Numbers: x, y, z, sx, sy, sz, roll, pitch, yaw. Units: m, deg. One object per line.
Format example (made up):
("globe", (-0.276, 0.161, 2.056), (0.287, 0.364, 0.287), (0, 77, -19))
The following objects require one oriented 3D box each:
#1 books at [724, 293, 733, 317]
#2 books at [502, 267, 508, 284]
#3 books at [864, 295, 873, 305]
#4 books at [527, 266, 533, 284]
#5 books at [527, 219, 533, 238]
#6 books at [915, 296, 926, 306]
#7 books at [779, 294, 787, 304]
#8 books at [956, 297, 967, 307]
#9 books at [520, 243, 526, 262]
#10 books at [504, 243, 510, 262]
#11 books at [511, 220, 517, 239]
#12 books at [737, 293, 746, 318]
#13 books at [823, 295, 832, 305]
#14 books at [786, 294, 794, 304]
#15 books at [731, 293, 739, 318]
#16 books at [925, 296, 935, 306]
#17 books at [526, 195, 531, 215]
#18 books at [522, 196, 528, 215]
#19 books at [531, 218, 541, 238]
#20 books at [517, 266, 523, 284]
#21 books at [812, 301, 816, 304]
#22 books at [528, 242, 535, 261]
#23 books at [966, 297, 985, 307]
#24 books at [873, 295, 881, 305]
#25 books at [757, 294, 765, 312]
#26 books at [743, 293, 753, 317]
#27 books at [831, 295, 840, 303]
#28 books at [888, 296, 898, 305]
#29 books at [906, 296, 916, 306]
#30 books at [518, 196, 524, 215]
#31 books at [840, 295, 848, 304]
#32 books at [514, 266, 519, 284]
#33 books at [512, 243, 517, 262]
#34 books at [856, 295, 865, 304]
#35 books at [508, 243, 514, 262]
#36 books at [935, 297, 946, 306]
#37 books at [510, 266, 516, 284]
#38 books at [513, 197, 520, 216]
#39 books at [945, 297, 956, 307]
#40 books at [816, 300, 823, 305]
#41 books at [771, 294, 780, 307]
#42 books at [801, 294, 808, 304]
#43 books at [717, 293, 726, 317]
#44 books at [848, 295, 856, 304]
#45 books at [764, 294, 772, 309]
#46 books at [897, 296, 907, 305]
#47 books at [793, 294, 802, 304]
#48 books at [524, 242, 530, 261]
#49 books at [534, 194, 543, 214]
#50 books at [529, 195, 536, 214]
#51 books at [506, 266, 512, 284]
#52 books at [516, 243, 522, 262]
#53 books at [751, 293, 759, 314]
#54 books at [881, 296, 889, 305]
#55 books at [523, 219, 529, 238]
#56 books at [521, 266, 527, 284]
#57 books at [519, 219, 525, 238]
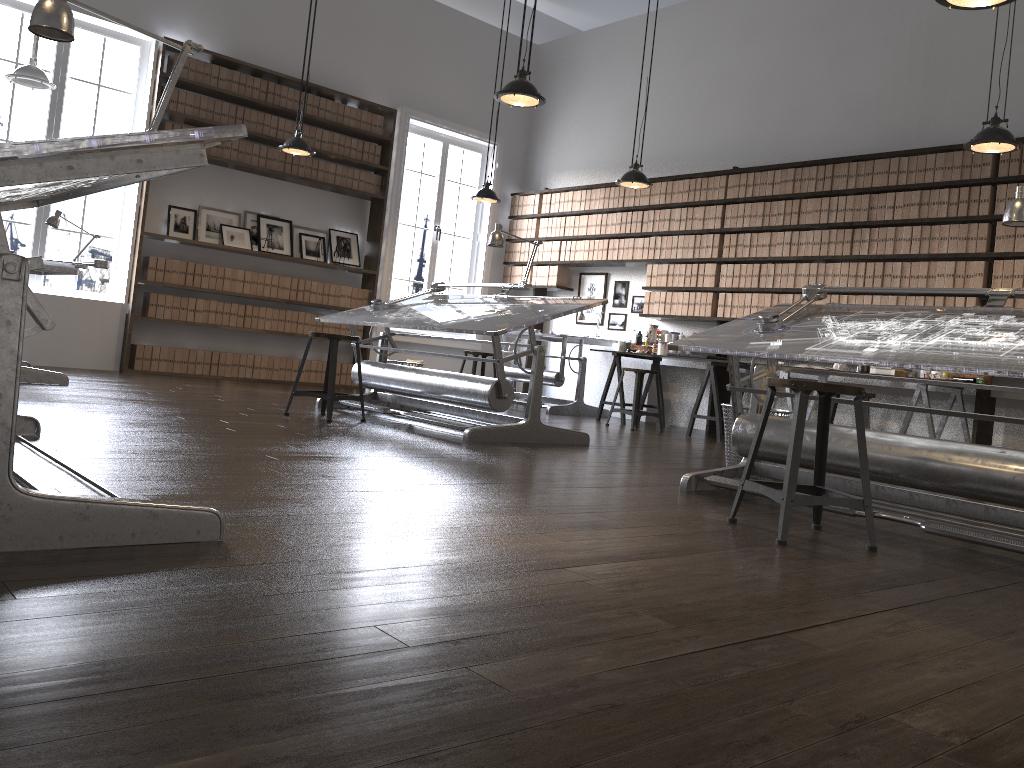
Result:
("books", (2.024, -0.708, 8.088), (0.174, 0.226, 0.067), (6, -1, -41))
("books", (-0.020, -1.273, 10.530), (0.174, 0.226, 0.067), (6, -1, -41))
("books", (2.881, -0.586, 7.080), (0.174, 0.226, 0.067), (6, -1, -41))
("books", (0.251, -1.234, 10.206), (0.174, 0.226, 0.067), (6, -1, -41))
("books", (0.268, -1.788, 10.274), (0.174, 0.226, 0.067), (6, -1, -41))
("books", (3.149, -0.548, 6.768), (0.174, 0.226, 0.067), (6, -1, -41))
("books", (2.383, -0.657, 7.672), (0.174, 0.226, 0.067), (6, -1, -41))
("books", (3.340, -0.521, 6.543), (0.174, 0.226, 0.067), (6, -1, -41))
("books", (0.188, -1.523, 10.327), (0.174, 0.226, 0.067), (6, -1, -41))
("books", (0.001, -1.549, 10.536), (0.174, 0.226, 0.067), (6, -1, -41))
("books", (0.090, -1.813, 10.475), (0.174, 0.226, 0.067), (6, -1, -41))
("books", (2.116, -0.695, 7.983), (0.174, 0.226, 0.067), (6, -1, -41))
("books", (2.650, -0.619, 7.349), (0.174, 0.226, 0.067), (6, -1, -41))
("books", (2.426, -0.651, 7.615), (0.174, 0.226, 0.067), (6, -1, -41))
("books", (2.072, -0.701, 8.037), (0.174, 0.226, 0.067), (6, -1, -41))
("books", (3.198, -0.541, 6.717), (0.174, 0.226, 0.067), (6, -1, -41))
("books", (0.255, -2.070, 10.329), (0.174, 0.226, 0.067), (6, -1, -41))
("books", (0.212, -2.076, 10.383), (0.174, 0.226, 0.067), (6, -1, -41))
("books", (0.314, -1.782, 10.220), (0.174, 0.226, 0.067), (6, -1, -41))
("books", (0.154, -1.247, 10.314), (0.174, 0.226, 0.067), (6, -1, -41))
("books", (2.572, -0.630, 7.451), (0.174, 0.226, 0.067), (6, -1, -41))
("books", (0.285, -1.509, 10.214), (0.174, 0.226, 0.067), (6, -1, -41))
("books", (3.392, -0.514, 6.485), (0.174, 0.226, 0.067), (6, -1, -41))
("books", (2.930, -0.579, 7.027), (0.174, 0.226, 0.067), (6, -1, -41))
("books", (2.249, -0.676, 7.827), (0.174, 0.226, 0.067), (6, -1, -41))
("books", (2.159, -0.689, 7.927), (0.174, 0.226, 0.067), (6, -1, -41))
("books", (2.697, -0.612, 7.294), (0.174, 0.226, 0.067), (6, -1, -41))
("books", (3.012, -0.568, 6.926), (0.174, 0.226, 0.067), (6, -1, -41))
("books", (3.106, -0.555, 6.825), (0.174, 0.226, 0.067), (6, -1, -41))
("books", (0.164, -2.083, 10.434), (0.174, 0.226, 0.067), (6, -1, -41))
("books", (2.747, -0.605, 7.241), (0.174, 0.226, 0.067), (6, -1, -41))
("books", (0.117, -1.253, 10.365), (0.174, 0.226, 0.067), (6, -1, -41))
("books", (0.095, -1.536, 10.435), (0.174, 0.226, 0.067), (6, -1, -41))
("books", (2.839, -0.592, 7.136), (0.174, 0.226, 0.067), (6, -1, -41))
("books", (0.049, -1.543, 10.489), (0.174, 0.226, 0.067), (6, -1, -41))
("books", (3.243, -0.535, 6.657), (0.174, 0.226, 0.067), (6, -1, -41))
("books", (0.076, -1.259, 10.416), (0.174, 0.226, 0.067), (6, -1, -41))
("books", (0.114, -2.090, 10.487), (0.174, 0.226, 0.067), (6, -1, -41))
("books", (3.295, -0.528, 6.604), (0.174, 0.226, 0.067), (6, -1, -41))
("books", (2.613, -0.625, 7.400), (0.174, 0.226, 0.067), (6, -1, -41))
("books", (2.337, -0.664, 7.726), (0.174, 0.226, 0.067), (6, -1, -41))
("books", (2.520, -0.638, 7.504), (0.174, 0.226, 0.067), (6, -1, -41))
("books", (1.975, -0.715, 8.141), (0.174, 0.226, 0.067), (6, -1, -41))
("books", (2.795, -0.599, 7.191), (0.174, 0.226, 0.067), (6, -1, -41))
("books", (2.289, -0.670, 7.773), (0.174, 0.226, 0.067), (6, -1, -41))
("books", (3.060, -0.561, 6.879), (0.174, 0.226, 0.067), (6, -1, -41))
("books", (2.475, -0.644, 7.564), (0.174, 0.226, 0.067), (6, -1, -41))
("books", (0.232, -1.517, 10.267), (0.174, 0.226, 0.067), (6, -1, -41))
("books", (0.346, -2.057, 10.219), (0.174, 0.226, 0.067), (6, -1, -41))
("books", (0.298, -2.064, 10.273), (0.174, 0.226, 0.067), (6, -1, -41))
("books", (0.024, -1.266, 10.469), (0.174, 0.226, 0.067), (6, -1, -41))
("books", (0.138, -1.530, 10.378), (0.174, 0.226, 0.067), (6, -1, -41))
("books", (2.207, -0.682, 7.873), (0.174, 0.226, 0.067), (6, -1, -41))
("books", (2.972, -0.574, 6.980), (0.174, 0.226, 0.067), (6, -1, -41))
("books", (0.220, -1.795, 10.321), (0.174, 0.226, 0.067), (6, -1, -41))
("books", (0.201, -1.241, 10.259), (0.174, 0.226, 0.067), (6, -1, -41))
("books", (0.180, -1.801, 10.375), (0.174, 0.226, 0.067), (6, -1, -41))
